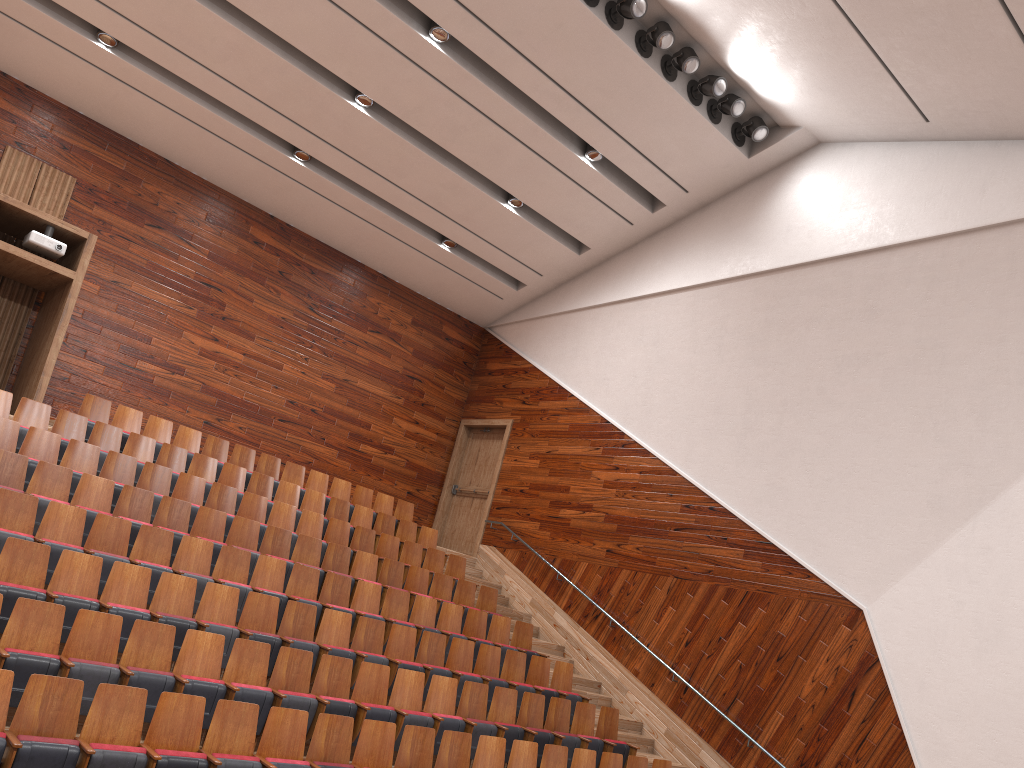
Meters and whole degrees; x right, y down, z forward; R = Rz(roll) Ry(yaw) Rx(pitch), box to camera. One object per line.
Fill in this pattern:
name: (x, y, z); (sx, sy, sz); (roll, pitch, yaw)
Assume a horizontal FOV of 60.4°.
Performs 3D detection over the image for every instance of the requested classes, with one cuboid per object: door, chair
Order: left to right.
chair: (-0.373, 0.139, 0.656); (1.213, 0.365, 0.769); (26, -17, -38)
door: (-0.066, 0.178, 1.500); (0.025, 0.235, 0.139); (21, -11, -38)

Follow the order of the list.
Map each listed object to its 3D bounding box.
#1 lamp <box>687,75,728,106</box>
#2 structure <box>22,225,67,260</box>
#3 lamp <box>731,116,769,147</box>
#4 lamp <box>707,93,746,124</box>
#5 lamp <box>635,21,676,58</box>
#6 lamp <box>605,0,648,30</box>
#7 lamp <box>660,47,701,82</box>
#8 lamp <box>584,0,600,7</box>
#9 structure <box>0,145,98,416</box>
lamp: (0.231, -0.348, 1.033); (0.031, 0.030, 0.044); (23, -15, -38)
structure: (-0.533, -0.167, 1.009); (0.039, 0.031, 0.041); (24, -15, -38)
lamp: (0.299, -0.315, 1.092); (0.031, 0.031, 0.045); (23, -15, -38)
lamp: (0.261, -0.334, 1.059); (0.031, 0.030, 0.045); (23, -15, -38)
lamp: (0.162, -0.383, 0.972); (0.031, 0.031, 0.045); (23, -15, -38)
lamp: (0.124, -0.401, 0.939); (0.031, 0.030, 0.044); (23, -15, -38)
lamp: (0.195, -0.366, 1.001); (0.031, 0.031, 0.045); (23, -15, -38)
lamp: (0.096, -0.415, 0.914); (0.031, 0.031, 0.045); (23, -15, -38)
structure: (-0.590, -0.128, 1.039); (0.119, 0.323, 0.143); (21, -11, -38)
